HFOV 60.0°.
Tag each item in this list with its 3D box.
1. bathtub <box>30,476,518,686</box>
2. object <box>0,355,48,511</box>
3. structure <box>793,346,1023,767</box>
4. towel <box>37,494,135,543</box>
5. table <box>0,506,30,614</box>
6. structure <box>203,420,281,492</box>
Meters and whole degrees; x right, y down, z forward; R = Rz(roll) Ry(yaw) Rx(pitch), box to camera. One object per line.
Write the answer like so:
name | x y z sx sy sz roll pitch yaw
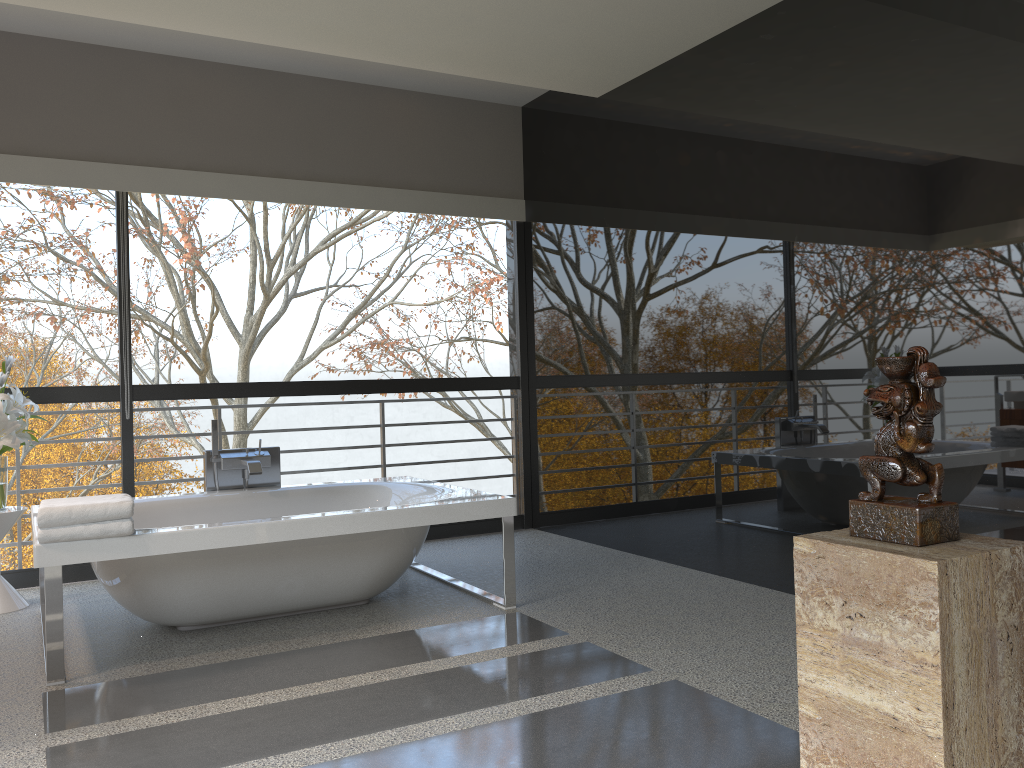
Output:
bathtub | -1.144 0.806 4.176 1.958 0.504 1.327 -2 0 -29
object | -2.560 0.221 4.327 0.450 0.796 0.460 -2 -1 -1
structure | 0.782 0.464 1.732 0.292 1.074 0.328 -1 -1 -29
towel | -1.592 0.506 3.327 0.322 0.145 0.305 -2 0 -26
table | -2.534 0.858 4.332 0.307 0.479 0.307 -2 -1 45
structure | -1.403 0.628 4.729 0.402 0.885 0.330 -1 -1 -29
